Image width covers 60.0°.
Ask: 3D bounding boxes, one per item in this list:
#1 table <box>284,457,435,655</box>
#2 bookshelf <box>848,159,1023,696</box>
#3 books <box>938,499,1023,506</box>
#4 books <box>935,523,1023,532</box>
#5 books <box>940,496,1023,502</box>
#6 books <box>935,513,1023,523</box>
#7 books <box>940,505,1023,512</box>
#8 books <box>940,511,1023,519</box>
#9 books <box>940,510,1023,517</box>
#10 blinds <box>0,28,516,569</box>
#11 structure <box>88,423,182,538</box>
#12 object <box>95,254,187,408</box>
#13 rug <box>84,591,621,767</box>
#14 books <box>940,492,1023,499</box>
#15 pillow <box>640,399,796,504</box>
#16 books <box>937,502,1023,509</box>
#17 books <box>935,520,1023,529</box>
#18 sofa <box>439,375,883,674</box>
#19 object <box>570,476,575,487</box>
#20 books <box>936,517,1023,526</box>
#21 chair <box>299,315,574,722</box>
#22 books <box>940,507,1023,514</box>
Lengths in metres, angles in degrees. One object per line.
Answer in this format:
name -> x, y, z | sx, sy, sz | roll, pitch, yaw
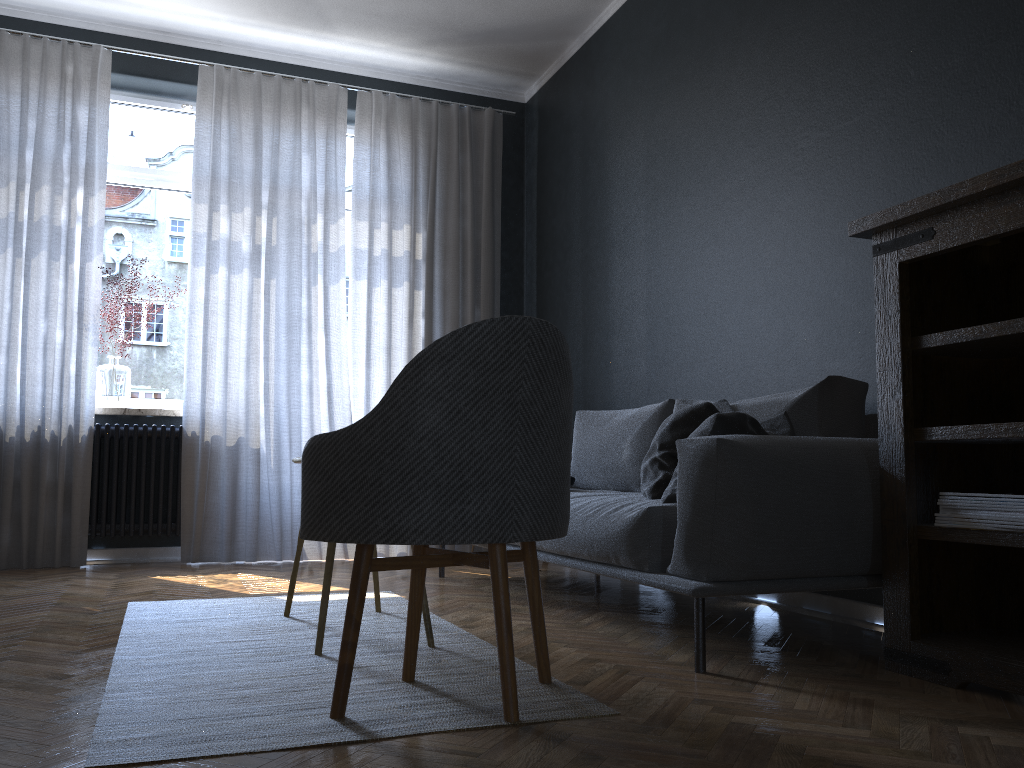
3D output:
table -> -0.496, 0.501, 2.788 | 0.339, 0.549, 0.788 | 2, -6, -21
bookshelf -> 1.457, 0.072, 1.522 | 0.451, 1.170, 1.921 | 2, -6, -21
books -> 1.194, 0.276, 2.062 | 0.218, 0.008, 0.305 | 2, -6, -18
books -> 1.189, 0.334, 2.063 | 0.218, 0.008, 0.305 | 3, -6, -22
books -> 1.198, 0.269, 2.063 | 0.218, 0.008, 0.305 | 2, -6, -17
books -> 1.187, 0.312, 2.065 | 0.219, 0.013, 0.305 | 2, -6, -17
books -> 1.193, 0.290, 2.063 | 0.218, 0.008, 0.288 | 2, -6, -17
books -> 1.193, 0.307, 2.067 | 0.218, 0.008, 0.288 | 2, -6, -15
books -> 1.194, 0.301, 2.068 | 0.218, 0.008, 0.288 | 2, -6, -15
blinds -> -1.872, -0.427, 4.889 | 3.993, 2.785, 0.313 | 2, -5, -21
structure -> -2.545, 0.500, 4.616 | 1.847, 0.599, 0.216 | 3, -5, -21
object -> -2.137, -0.273, 4.869 | 0.599, 0.808, 0.515 | -4, -7, 43
rug -> -0.608, 0.753, 2.578 | 1.004, 0.013, 2.013 | 3, -6, -21
books -> 1.198, 0.260, 2.062 | 0.219, 0.013, 0.305 | 2, -6, -17
pillow -> 0.632, 0.204, 2.811 | 0.442, 0.361, 0.799 | 1, -6, -3
books -> 1.192, 0.283, 2.060 | 0.218, 0.008, 0.305 | 2, -6, -18
books -> 1.188, 0.328, 2.065 | 0.218, 0.007, 0.305 | 2, -6, -17
sofa -> 0.454, 0.440, 3.393 | 0.970, 0.797, 2.343 | 2, -6, -22
object -> -0.042, 0.504, 3.815 | 0.490, 0.329, 0.667 | 2, -6, -16
books -> 1.189, 0.320, 2.064 | 0.218, 0.008, 0.305 | 2, -6, -17
chair -> -0.103, 0.286, 1.956 | 0.645, 0.810, 0.495 | 5, -7, -43
books -> 1.197, 0.295, 2.060 | 0.218, 0.006, 0.305 | 2, -6, -17
